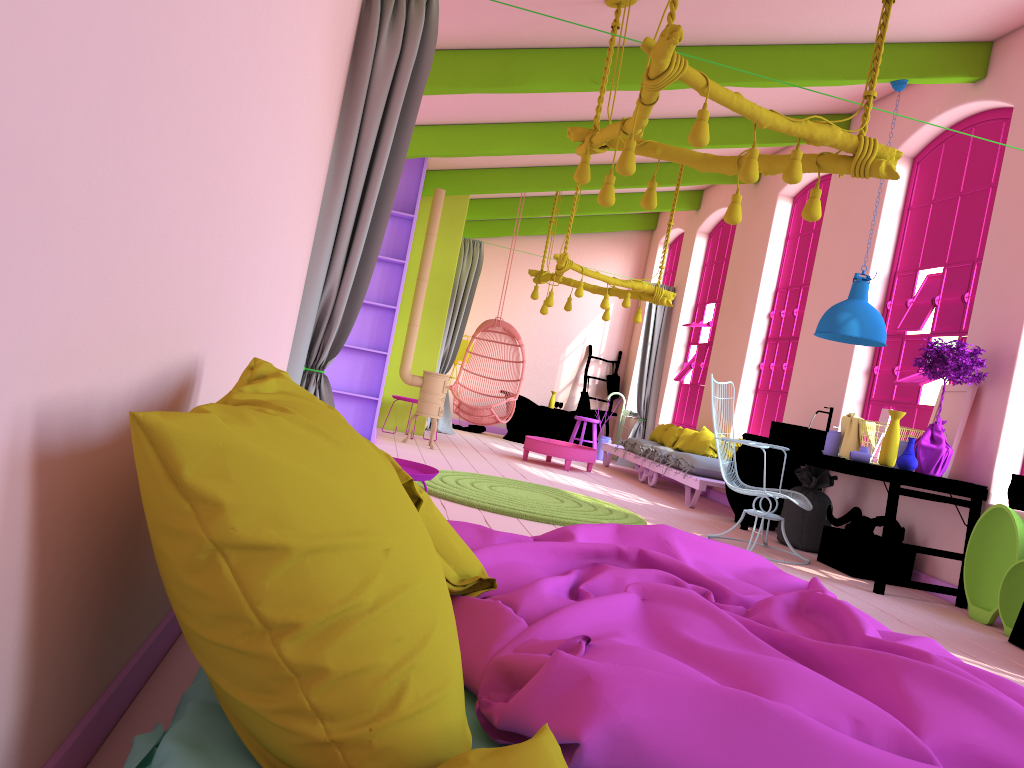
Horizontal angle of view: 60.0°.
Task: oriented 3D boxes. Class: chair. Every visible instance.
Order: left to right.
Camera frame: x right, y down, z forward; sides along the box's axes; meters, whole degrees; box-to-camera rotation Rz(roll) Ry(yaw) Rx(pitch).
[{"bbox_3d":[-0.118,-1.031,10.818,0.860,3.130,0.806,11,1,11],"label":"chair"},{"bbox_3d":[1.011,0.777,12.786,0.473,0.593,0.446,11,1,-40],"label":"chair"},{"bbox_3d":[1.880,0.632,6.673,0.924,1.238,1.079,11,1,26],"label":"chair"}]

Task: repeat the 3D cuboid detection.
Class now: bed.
[{"bbox_3d":[0.610,0.761,2.344,2.803,0.514,3.575,11,0,-9],"label":"bed"}]

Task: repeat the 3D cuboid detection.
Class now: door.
[{"bbox_3d":[3.169,0.396,4.327,0.450,2.211,1.153,11,1,1],"label":"door"}]

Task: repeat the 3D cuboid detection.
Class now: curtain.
[{"bbox_3d":[-0.801,-0.684,4.321,0.519,2.786,0.524,11,1,-28],"label":"curtain"},{"bbox_3d":[-0.832,-0.717,12.507,0.519,2.786,0.524,11,1,-28],"label":"curtain"},{"bbox_3d":[2.009,-0.104,12.950,0.518,2.786,0.525,11,1,10],"label":"curtain"}]

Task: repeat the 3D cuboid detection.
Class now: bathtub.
[{"bbox_3d":[0.663,0.630,13.846,1.890,0.740,0.826,11,0,-9],"label":"bathtub"}]

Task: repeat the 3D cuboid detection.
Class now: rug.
[{"bbox_3d":[0.100,0.886,6.878,1.890,0.050,1.887,11,0,-21],"label":"rug"}]

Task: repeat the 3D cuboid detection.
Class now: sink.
[{"bbox_3d":[2.411,0.444,7.438,0.340,0.194,0.609,11,0,-9],"label":"sink"}]

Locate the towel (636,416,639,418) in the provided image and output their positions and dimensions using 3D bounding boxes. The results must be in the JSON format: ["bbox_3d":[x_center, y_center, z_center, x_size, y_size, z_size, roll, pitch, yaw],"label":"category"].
[{"bbox_3d":[2.063,0.500,13.615,0.262,0.102,0.247,11,0,-13],"label":"towel"}]

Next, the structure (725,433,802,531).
[{"bbox_3d":[2.357,0.921,8.321,0.719,0.845,0.717,11,1,-41],"label":"structure"}]

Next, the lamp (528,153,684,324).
[{"bbox_3d":[0.956,-1.854,10.550,1.612,2.265,1.774,11,1,-27],"label":"lamp"}]

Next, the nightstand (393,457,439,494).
[{"bbox_3d":[-0.641,0.534,3.707,0.595,0.458,0.596,11,0,29],"label":"nightstand"}]

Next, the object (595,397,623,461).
[{"bbox_3d":[1.387,0.645,13.183,0.451,0.987,0.277,12,1,35],"label":"object"}]

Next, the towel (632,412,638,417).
[{"bbox_3d":[2.025,0.492,13.881,0.247,0.102,0.262,11,0,-18],"label":"towel"}]

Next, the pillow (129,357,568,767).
[{"bbox_3d":[-0.377,0.401,1.920,0.849,0.822,2.615,11,0,-19],"label":"pillow"}]

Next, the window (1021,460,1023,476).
[{"bbox_3d":[3.716,-0.639,5.255,0.072,3.047,1.274,11,1,-9],"label":"window"}]

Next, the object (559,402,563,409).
[{"bbox_3d":[0.753,0.371,13.816,0.069,0.170,0.069,11,1,11],"label":"object"}]

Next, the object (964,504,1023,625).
[{"bbox_3d":[3.010,1.110,5.415,0.218,0.734,0.450,11,1,-9],"label":"object"}]

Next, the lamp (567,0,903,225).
[{"bbox_3d":[1.096,-2.016,4.958,1.612,2.265,1.774,11,1,-27],"label":"lamp"}]

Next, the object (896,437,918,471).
[{"bbox_3d":[2.626,0.463,5.866,0.132,0.219,0.132,11,1,8],"label":"object"}]

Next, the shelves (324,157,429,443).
[{"bbox_3d":[-2.023,-1.078,8.934,1.842,3.104,0.384,11,1,-9],"label":"shelves"}]

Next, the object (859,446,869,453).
[{"bbox_3d":[2.608,0.523,6.587,0.065,0.118,0.065,12,1,40],"label":"object"}]

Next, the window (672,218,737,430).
[{"bbox_3d":[2.700,-0.841,12.007,0.551,3.010,1.513,11,1,-9],"label":"window"}]

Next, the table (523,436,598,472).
[{"bbox_3d":[0.566,0.848,10.645,0.885,0.285,0.886,11,0,17],"label":"table"}]

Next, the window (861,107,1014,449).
[{"bbox_3d":[3.434,-0.689,7.152,0.493,3.004,1.496,11,1,-9],"label":"window"}]

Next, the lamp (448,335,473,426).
[{"bbox_3d":[-0.972,-0.080,14.205,0.491,1.467,0.477,11,1,21],"label":"lamp"}]

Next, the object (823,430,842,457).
[{"bbox_3d":[2.515,0.465,6.953,0.109,0.197,0.109,11,1,-16],"label":"object"}]

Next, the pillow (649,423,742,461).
[{"bbox_3d":[2.105,0.666,10.661,0.578,0.399,1.996,11,0,-9],"label":"pillow"}]

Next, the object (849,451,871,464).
[{"bbox_3d":[2.554,0.538,6.512,0.137,0.076,0.076,11,0,11],"label":"object"}]

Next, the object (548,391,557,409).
[{"bbox_3d":[0.625,0.272,13.795,0.097,0.321,0.097,11,1,2],"label":"object"}]

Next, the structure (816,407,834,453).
[{"bbox_3d":[2.607,0.381,7.490,0.166,0.397,0.087,11,1,1],"label":"structure"}]

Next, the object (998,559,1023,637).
[{"bbox_3d":[2.962,1.238,5.082,0.137,0.463,0.284,11,1,-24],"label":"object"}]

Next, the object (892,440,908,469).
[{"bbox_3d":[2.712,0.496,6.152,0.109,0.197,0.109,11,1,29],"label":"object"}]

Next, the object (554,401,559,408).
[{"bbox_3d":[0.681,0.357,13.640,0.069,0.170,0.069,11,1,11],"label":"object"}]

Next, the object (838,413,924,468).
[{"bbox_3d":[2.766,0.431,6.809,0.444,0.369,0.633,11,0,-9],"label":"object"}]

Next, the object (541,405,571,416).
[{"bbox_3d":[0.672,0.416,13.839,0.360,0.068,1.323,11,0,-9],"label":"object"}]

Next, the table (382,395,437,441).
[{"bbox_3d":[-1.200,0.412,10.718,0.595,0.458,0.596,11,0,29],"label":"table"}]

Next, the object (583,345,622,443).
[{"bbox_3d":[1.419,0.265,14.685,0.604,1.765,0.409,11,1,-9],"label":"object"}]

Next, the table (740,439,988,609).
[{"bbox_3d":[2.578,0.977,6.830,0.655,0.821,2.191,11,0,-9],"label":"table"}]

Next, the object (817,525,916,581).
[{"bbox_3d":[2.596,1.258,6.519,0.446,0.277,0.521,11,0,-9],"label":"object"}]

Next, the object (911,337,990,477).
[{"bbox_3d":[2.915,0.153,6.042,0.502,0.951,0.441,12,1,41],"label":"object"}]

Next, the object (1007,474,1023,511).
[{"bbox_3d":[3.271,0.699,5.670,0.182,0.223,0.182,11,1,-31],"label":"object"}]

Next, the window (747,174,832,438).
[{"bbox_3d":[3.066,-0.774,9.582,0.072,3.047,1.274,11,1,-9],"label":"window"}]

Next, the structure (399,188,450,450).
[{"bbox_3d":[-0.827,-0.711,9.877,0.577,2.814,0.403,11,1,8],"label":"structure"}]

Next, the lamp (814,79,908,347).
[{"bbox_3d":[2.759,-1.315,6.727,0.528,2.002,0.529,11,1,23],"label":"lamp"}]

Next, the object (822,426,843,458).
[{"bbox_3d":[2.652,0.467,7.239,0.164,0.250,0.411,11,0,27],"label":"object"}]

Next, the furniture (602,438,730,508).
[{"bbox_3d":[1.884,0.994,10.559,0.908,0.507,3.774,11,0,-9],"label":"furniture"}]

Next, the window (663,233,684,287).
[{"bbox_3d":[2.418,-0.909,13.893,0.072,3.047,1.274,11,1,-9],"label":"window"}]

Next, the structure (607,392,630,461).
[{"bbox_3d":[1.665,0.670,13.978,0.451,1.061,0.254,12,1,35],"label":"structure"}]

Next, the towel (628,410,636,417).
[{"bbox_3d":[1.985,0.484,14.145,0.262,0.102,0.247,11,0,-8],"label":"towel"}]

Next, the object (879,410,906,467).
[{"bbox_3d":[2.594,0.374,6.059,0.116,0.383,0.115,11,1,-35],"label":"object"}]

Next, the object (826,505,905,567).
[{"bbox_3d":[2.624,1.168,6.666,0.300,0.448,0.671,11,0,-33],"label":"object"}]

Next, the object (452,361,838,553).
[{"bbox_3d":[0.884,0.253,10.847,2.827,1.580,7.861,11,0,-8],"label":"object"}]
